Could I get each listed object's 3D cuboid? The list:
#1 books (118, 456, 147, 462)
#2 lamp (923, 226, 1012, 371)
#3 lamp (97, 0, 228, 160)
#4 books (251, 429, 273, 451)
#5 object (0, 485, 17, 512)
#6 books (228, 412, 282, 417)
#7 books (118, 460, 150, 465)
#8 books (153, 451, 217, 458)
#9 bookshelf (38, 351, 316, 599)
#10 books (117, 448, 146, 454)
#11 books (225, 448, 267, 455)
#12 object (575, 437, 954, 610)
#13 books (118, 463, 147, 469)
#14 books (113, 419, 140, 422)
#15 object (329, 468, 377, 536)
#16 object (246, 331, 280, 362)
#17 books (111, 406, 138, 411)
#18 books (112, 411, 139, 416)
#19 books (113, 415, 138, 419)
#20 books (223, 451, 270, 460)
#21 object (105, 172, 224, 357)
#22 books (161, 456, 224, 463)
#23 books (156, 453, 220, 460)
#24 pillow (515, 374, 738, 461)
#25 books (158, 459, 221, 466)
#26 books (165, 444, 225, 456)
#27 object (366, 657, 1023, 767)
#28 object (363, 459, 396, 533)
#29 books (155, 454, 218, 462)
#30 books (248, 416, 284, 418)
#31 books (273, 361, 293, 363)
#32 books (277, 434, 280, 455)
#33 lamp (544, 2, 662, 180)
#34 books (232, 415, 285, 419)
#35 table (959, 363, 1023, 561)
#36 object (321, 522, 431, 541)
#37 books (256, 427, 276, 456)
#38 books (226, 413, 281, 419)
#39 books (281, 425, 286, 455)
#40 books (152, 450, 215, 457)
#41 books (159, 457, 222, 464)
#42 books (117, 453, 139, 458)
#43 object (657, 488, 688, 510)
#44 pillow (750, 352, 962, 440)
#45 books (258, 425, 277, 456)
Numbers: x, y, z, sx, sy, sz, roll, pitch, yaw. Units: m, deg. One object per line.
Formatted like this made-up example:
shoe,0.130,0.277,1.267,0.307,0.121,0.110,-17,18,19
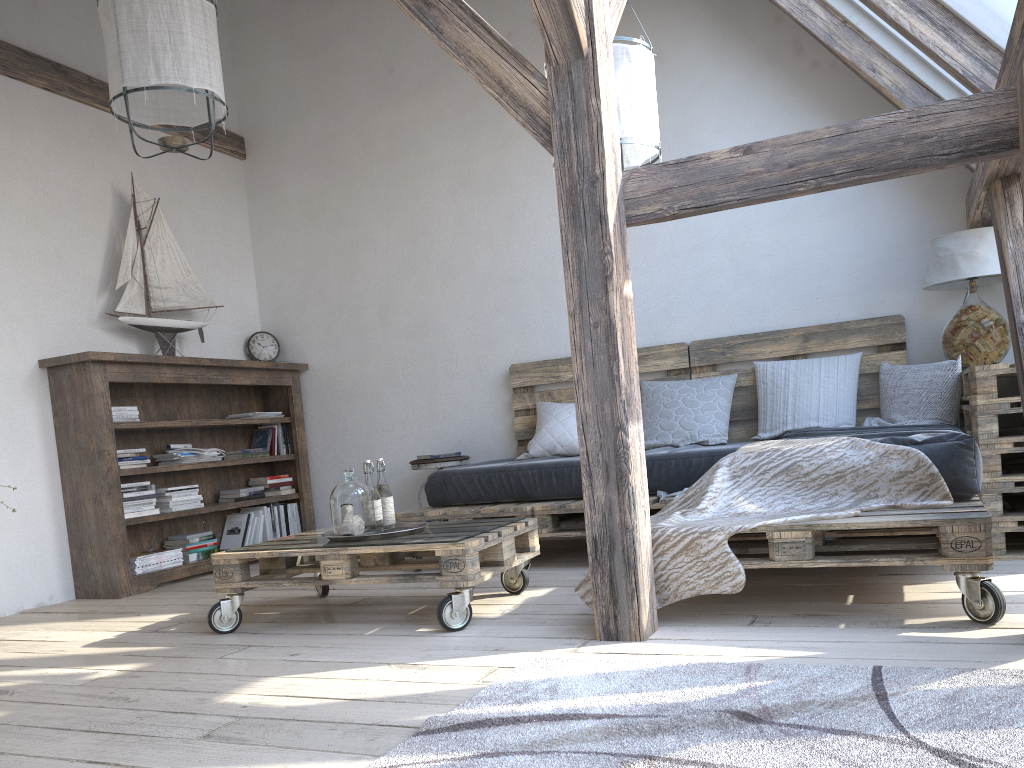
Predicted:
books,-1.981,0.384,4.448,0.147,0.020,0.207,-8,-4,40
lamp,2.069,0.010,4.046,0.390,1.291,0.818,-5,2,10
lamp,-1.265,-1.380,3.137,0.398,1.089,0.407,-7,3,-24
books,-1.543,0.364,5.417,0.132,0.173,0.081,-5,2,25
object,-2.327,0.476,3.693,0.276,1.126,0.511,-5,3,11
books,-1.564,0.185,5.365,0.205,0.009,0.257,-7,-4,21
books,-1.976,0.403,4.456,0.158,0.017,0.218,-7,-4,24
books,-1.788,0.388,4.818,0.205,0.009,0.256,-7,-4,31
bookshelf,-1.724,0.466,4.914,0.349,1.178,1.615,-4,0,24
books,-1.979,0.345,4.457,0.140,0.018,0.184,-7,-4,24
books,-1.595,0.404,5.275,0.150,0.021,0.203,-7,-4,29
object,0.764,0.426,2.700,1.003,0.475,0.814,-4,-2,-36
books,-1.972,0.422,4.462,0.140,0.020,0.184,-6,-3,19
books,-2.011,0.192,4.418,0.158,0.017,0.218,-6,-4,19
object,-0.569,0.423,3.129,0.155,0.248,0.155,-5,2,-7
object,-1.573,-0.227,5.560,0.203,0.210,0.082,-5,3,-29
books,-2.023,0.132,4.414,0.158,0.021,0.218,-7,-4,25
books,-2.015,0.154,4.413,0.158,0.021,0.218,-7,-4,25
books,-1.995,0.172,4.408,0.140,0.018,0.184,-7,-4,24
books,-1.594,0.431,5.286,0.162,0.030,0.217,-7,-4,28
object,-1.885,-0.615,4.766,0.141,0.997,0.784,-3,2,30
books,-1.754,0.412,4.838,0.205,0.009,0.256,-7,-4,26
books,-1.772,0.395,4.821,0.205,0.009,0.256,-7,-4,31
pillow,0.565,0.167,4.495,1.134,0.357,0.348,-6,0,25
books,-1.764,0.429,4.819,0.205,0.009,0.256,-7,-4,33
books,-1.744,0.367,4.853,0.221,0.088,0.260,-5,-3,4
object,0.369,0.572,0.474,2.196,0.057,3.171,-7,-4,25
object,-0.502,0.414,3.278,0.071,0.269,0.152,-4,2,25
books,-1.781,0.404,4.814,0.206,0.009,0.256,-8,-4,41
books,-1.554,0.210,5.372,0.205,0.009,0.257,-6,-4,19
books,-1.526,-0.115,5.553,0.237,0.025,0.177,-7,-4,25
books,-1.509,0.365,5.501,0.117,0.173,0.018,-5,4,24
lamp,0.295,-1.450,3.245,0.405,1.525,0.399,-7,4,-24
books,-1.550,0.202,5.385,0.205,0.009,0.257,-6,-3,16
table,2.172,0.261,3.472,0.677,0.704,1.011,-5,-1,24
object,-0.489,0.535,3.188,0.397,0.022,0.392,-8,-5,44
books,-1.526,0.362,5.445,0.140,0.177,0.058,-5,3,23
books,-1.572,0.193,5.356,0.205,0.009,0.256,-7,-4,31
books,-1.488,0.358,5.536,0.140,0.186,0.020,-5,4,25
books,-1.795,0.380,4.815,0.206,0.009,0.256,-8,-4,36
books,-1.761,0.421,4.827,0.205,0.009,0.256,-7,-4,29
books,-1.978,0.364,4.452,0.132,0.021,0.199,-5,-3,-9
object,0.844,0.550,3.513,0.505,0.278,0.706,-5,-2,9
pillow,1.573,0.035,4.061,0.973,0.401,0.384,-7,-1,41
books,-1.521,0.354,5.470,0.139,0.192,0.050,-5,3,24
